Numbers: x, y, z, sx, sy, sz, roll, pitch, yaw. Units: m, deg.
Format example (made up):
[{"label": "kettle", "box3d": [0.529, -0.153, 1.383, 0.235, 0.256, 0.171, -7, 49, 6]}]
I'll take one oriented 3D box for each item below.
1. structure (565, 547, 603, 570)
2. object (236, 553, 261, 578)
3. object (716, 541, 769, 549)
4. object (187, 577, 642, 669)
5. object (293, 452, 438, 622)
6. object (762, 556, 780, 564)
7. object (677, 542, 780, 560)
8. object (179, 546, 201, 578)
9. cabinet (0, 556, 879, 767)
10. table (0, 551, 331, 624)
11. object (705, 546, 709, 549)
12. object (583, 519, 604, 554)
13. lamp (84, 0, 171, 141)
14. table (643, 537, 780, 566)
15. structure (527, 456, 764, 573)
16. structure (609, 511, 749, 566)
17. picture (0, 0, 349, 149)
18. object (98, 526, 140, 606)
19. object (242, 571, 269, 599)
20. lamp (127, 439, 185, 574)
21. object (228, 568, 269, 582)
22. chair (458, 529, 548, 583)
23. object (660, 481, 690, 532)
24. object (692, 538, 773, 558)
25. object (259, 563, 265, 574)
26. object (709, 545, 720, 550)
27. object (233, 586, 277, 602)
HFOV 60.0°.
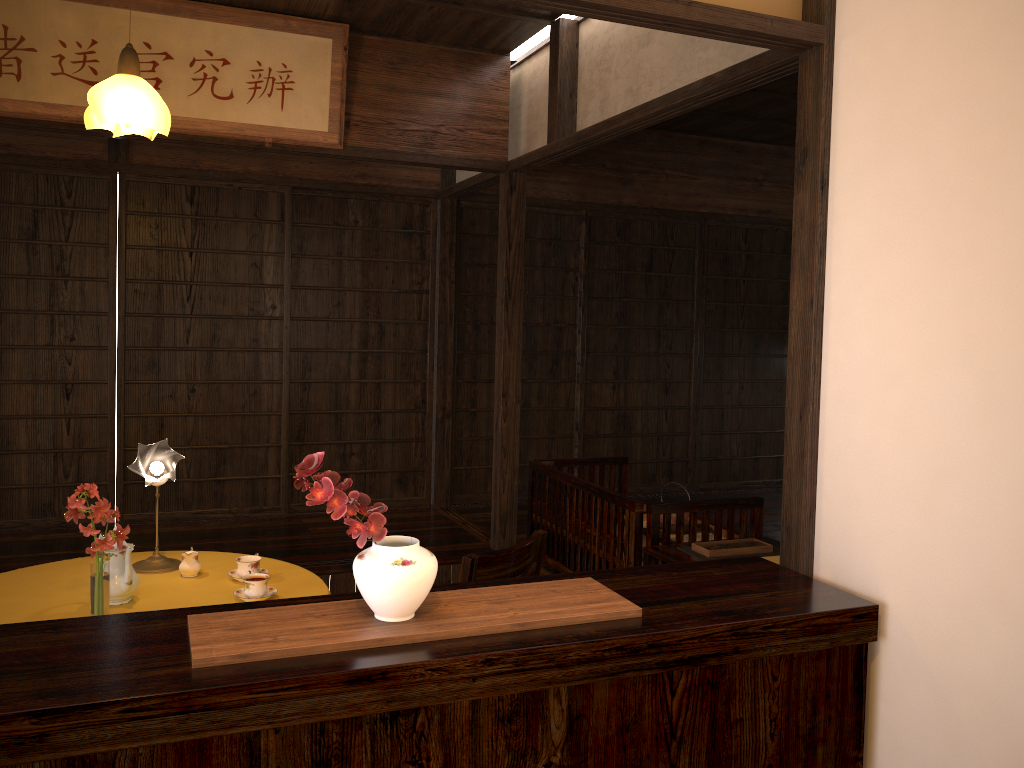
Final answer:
[{"label": "structure", "box3d": [0.493, 0.891, 4.580, 0.330, 0.040, 0.331, 0, 4, -22]}, {"label": "object", "box3d": [-0.958, 0.668, 3.237, 0.099, 0.076, 0.090, -1, 4, -37]}, {"label": "object", "box3d": [0.908, 0.643, 3.485, 0.200, 0.019, 0.082, 0, 4, -21]}, {"label": "object", "box3d": [-0.205, 0.530, 2.024, 0.997, 0.020, 0.267, 0, 4, -22]}, {"label": "object", "box3d": [-0.323, 0.331, 1.971, 0.321, 0.377, 0.189, 1, 3, -13]}, {"label": "object", "box3d": [1.002, 0.663, 3.187, 0.275, 0.038, 0.430, 0, 4, -22]}, {"label": "object", "box3d": [0.969, 0.679, 3.231, 0.405, 0.003, 0.762, 0, 4, -19]}, {"label": "object", "box3d": [-1.187, 0.656, 3.264, 0.083, 0.098, 0.078, 4, 4, 37]}, {"label": "cabinet", "box3d": [-0.193, 1.023, 2.065, 2.185, 0.970, 0.490, 0, 3, -22]}, {"label": "table", "box3d": [-1.282, 1.070, 2.972, 1.443, 0.694, 1.446, 0, 4, -22]}, {"label": "object", "box3d": [0.841, 0.643, 3.510, 0.180, 0.012, 0.012, 0, 4, -22]}, {"label": "object", "box3d": [0.495, 0.798, 4.573, 0.267, 0.147, 0.267, 4, 4, 34]}, {"label": "lamp", "box3d": [-1.240, -1.219, 2.868, 0.277, 0.809, 0.250, 1, 2, 0]}, {"label": "table", "box3d": [0.962, 0.848, 3.246, 0.600, 0.336, 0.881, 0, 4, -22]}, {"label": "structure", "box3d": [0.563, 0.688, 4.216, 0.597, 0.499, 1.199, 0, 4, -22]}, {"label": "structure", "box3d": [0.764, 0.801, 4.104, 0.453, 0.300, 0.667, 0, 4, -22]}, {"label": "picture", "box3d": [-1.737, -1.407, 3.835, 2.043, 0.564, 0.117, 0, 3, -22]}, {"label": "object", "box3d": [-1.320, 0.597, 2.948, 0.154, 0.252, 0.164, 1, 3, -9]}, {"label": "object", "box3d": [-0.870, 0.686, 3.014, 0.090, 0.076, 0.099, 2, 3, 3]}, {"label": "lamp", "box3d": [-1.352, 0.786, 3.371, 0.198, 1.201, 0.512, 1, 3, -22]}, {"label": "object", "box3d": [-0.962, 0.700, 3.235, 0.144, 0.024, 0.144, 4, 4, 28]}, {"label": "chair", "box3d": [-0.230, 0.967, 2.966, 0.578, 0.959, 0.491, 3, 3, 33]}, {"label": "object", "box3d": [0.760, 0.561, 4.118, 0.198, 0.216, 0.198, 2, 3, 17]}, {"label": "object", "box3d": [0.865, 0.643, 3.482, 0.295, 0.028, 0.121, 0, 4, -21]}, {"label": "object", "box3d": [-0.931, 0.689, 3.276, 0.029, 0.019, 0.126, 0, 4, -19]}, {"label": "object", "box3d": [0.787, 0.642, 3.445, 0.040, 0.021, 0.040, 4, 4, 30]}, {"label": "object", "box3d": [-0.871, 0.718, 3.011, 0.144, 0.024, 0.144, 4, 4, 28]}]
